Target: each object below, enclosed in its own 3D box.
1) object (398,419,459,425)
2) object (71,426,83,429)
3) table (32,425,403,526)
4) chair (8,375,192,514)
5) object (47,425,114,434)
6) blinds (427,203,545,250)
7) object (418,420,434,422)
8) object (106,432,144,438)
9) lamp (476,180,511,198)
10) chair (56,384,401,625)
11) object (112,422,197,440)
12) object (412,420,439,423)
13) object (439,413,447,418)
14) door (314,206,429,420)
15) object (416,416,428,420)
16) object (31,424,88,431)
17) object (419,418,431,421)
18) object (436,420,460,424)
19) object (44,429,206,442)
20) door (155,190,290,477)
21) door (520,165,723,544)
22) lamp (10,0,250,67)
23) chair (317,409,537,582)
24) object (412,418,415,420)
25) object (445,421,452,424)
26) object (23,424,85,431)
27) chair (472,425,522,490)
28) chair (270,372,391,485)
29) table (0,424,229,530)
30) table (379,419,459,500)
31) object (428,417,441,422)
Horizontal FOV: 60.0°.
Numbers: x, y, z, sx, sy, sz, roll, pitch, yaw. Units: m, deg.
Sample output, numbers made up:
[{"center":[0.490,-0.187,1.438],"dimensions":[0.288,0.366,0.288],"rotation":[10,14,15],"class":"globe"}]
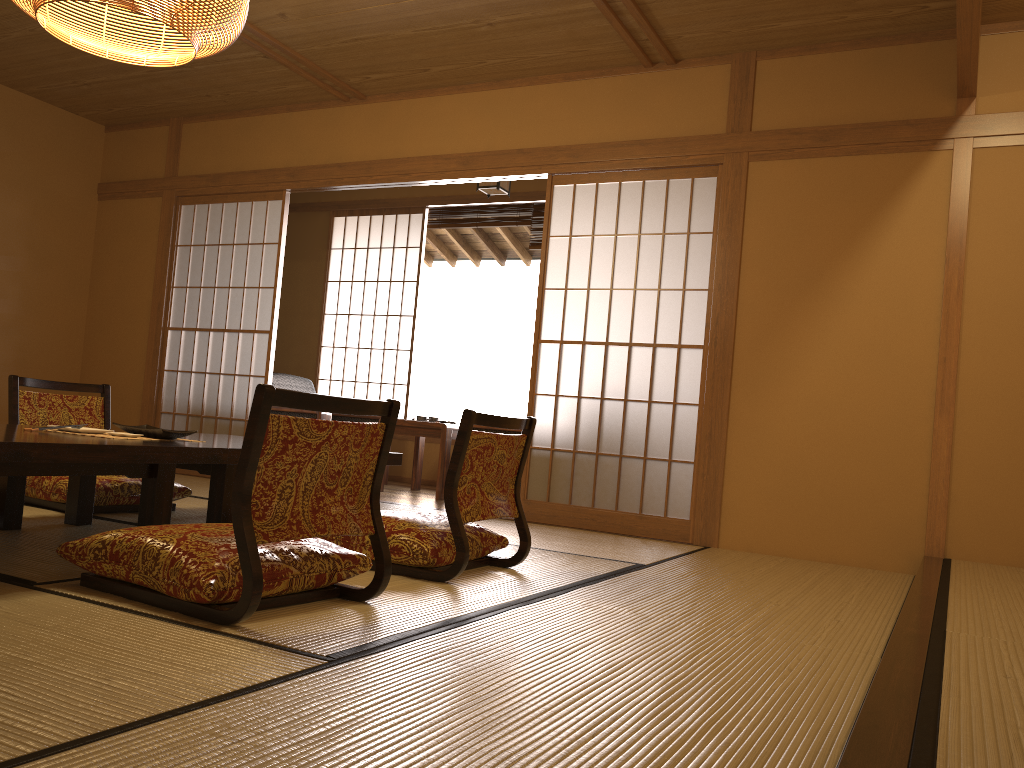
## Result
[{"center":[-0.540,0.267,6.141],"dimensions":[0.401,0.003,0.300],"rotation":[3,-3,27],"class":"object"},{"center":[-1.476,0.149,3.001],"dimensions":[0.050,0.018,0.015],"rotation":[4,-3,24],"class":"object"},{"center":[-1.138,0.399,3.490],"dimensions":[0.994,0.356,0.996],"rotation":[3,-3,27],"class":"table"},{"center":[-1.865,0.264,3.944],"dimensions":[0.686,0.546,0.583],"rotation":[3,-3,31],"class":"chair"},{"center":[-1.465,0.156,3.010],"dimensions":[0.180,0.014,0.130],"rotation":[3,-3,29],"class":"object"},{"center":[0.162,-1.347,6.963],"dimensions":[1.931,0.594,0.048],"rotation":[3,-2,27],"class":"blinds"},{"center":[-0.622,0.254,6.104],"dimensions":[0.230,0.007,0.006],"rotation":[4,-3,16],"class":"object"},{"center":[-1.295,0.172,2.964],"dimensions":[0.099,0.012,0.067],"rotation":[4,-3,10],"class":"object"},{"center":[-0.099,-1.619,6.011],"dimensions":[0.330,0.681,0.330],"rotation":[4,-2,27],"class":"lamp"},{"center":[-0.708,0.279,2.334],"dimensions":[0.686,0.546,0.583],"rotation":[3,-3,31],"class":"chair"},{"center":[-1.255,0.167,3.103],"dimensions":[0.349,0.039,0.129],"rotation":[2,-4,40],"class":"object"},{"center":[-0.601,0.254,6.076],"dimensions":[0.230,0.007,0.006],"rotation":[4,-3,22],"class":"object"},{"center":[-0.518,0.232,6.242],"dimensions":[0.117,0.068,0.038],"rotation":[5,-2,-8],"class":"object"},{"center":[-1.223,-0.561,7.535],"dimensions":[0.991,1.872,0.040],"rotation":[4,-2,27],"class":"door"},{"center":[-0.635,0.247,6.281],"dimensions":[0.084,0.037,0.084],"rotation":[7,-3,-35],"class":"object"},{"center":[-1.494,0.144,2.932],"dimensions":[0.006,0.030,0.229],"rotation":[4,-3,19],"class":"object"},{"center":[-0.628,0.246,6.153],"dimensions":[0.130,0.026,0.038],"rotation":[4,-3,11],"class":"object"},{"center":[-0.444,0.265,6.113],"dimensions":[0.131,0.015,0.181],"rotation":[6,-3,-18],"class":"object"},{"center":[-1.352,0.177,3.058],"dimensions":[0.401,0.003,0.399],"rotation":[3,-3,27],"class":"object"},{"center":[-2.001,-0.336,6.040],"dimensions":[0.991,1.933,0.040],"rotation":[4,-2,27],"class":"door"},{"center":[0.567,-0.182,4.733],"dimensions":[0.991,1.933,0.040],"rotation":[4,-2,27],"class":"door"},{"center":[-1.271,-1.564,2.958],"dimensions":[0.799,0.825,0.798],"rotation":[7,-3,-39],"class":"lamp"},{"center":[-0.330,0.352,3.096],"dimensions":[0.698,0.546,0.583],"rotation":[4,-3,26],"class":"chair"},{"center":[-0.690,0.247,6.202],"dimensions":[0.015,0.018,0.050],"rotation":[6,-3,-21],"class":"object"},{"center":[-0.430,0.259,5.996],"dimensions":[0.050,0.018,0.015],"rotation":[4,-2,14],"class":"object"},{"center":[-1.511,0.143,2.936],"dimensions":[0.006,0.030,0.229],"rotation":[4,-3,24],"class":"object"},{"center":[0.283,0.429,5.671],"dimensions":[0.943,0.779,0.873],"rotation":[4,-3,27],"class":"chair"},{"center":[-1.492,0.323,6.574],"dimensions":[0.943,0.779,0.873],"rotation":[4,-3,27],"class":"chair"},{"center":[-1.583,0.313,2.603],"dimensions":[0.994,0.356,0.996],"rotation":[3,-3,27],"class":"table"},{"center":[-0.563,0.516,6.133],"dimensions":[0.540,0.500,0.541],"rotation":[4,-3,27],"class":"table"},{"center":[-0.545,0.252,6.238],"dimensions":[0.084,0.037,0.084],"rotation":[4,-3,19],"class":"object"}]
